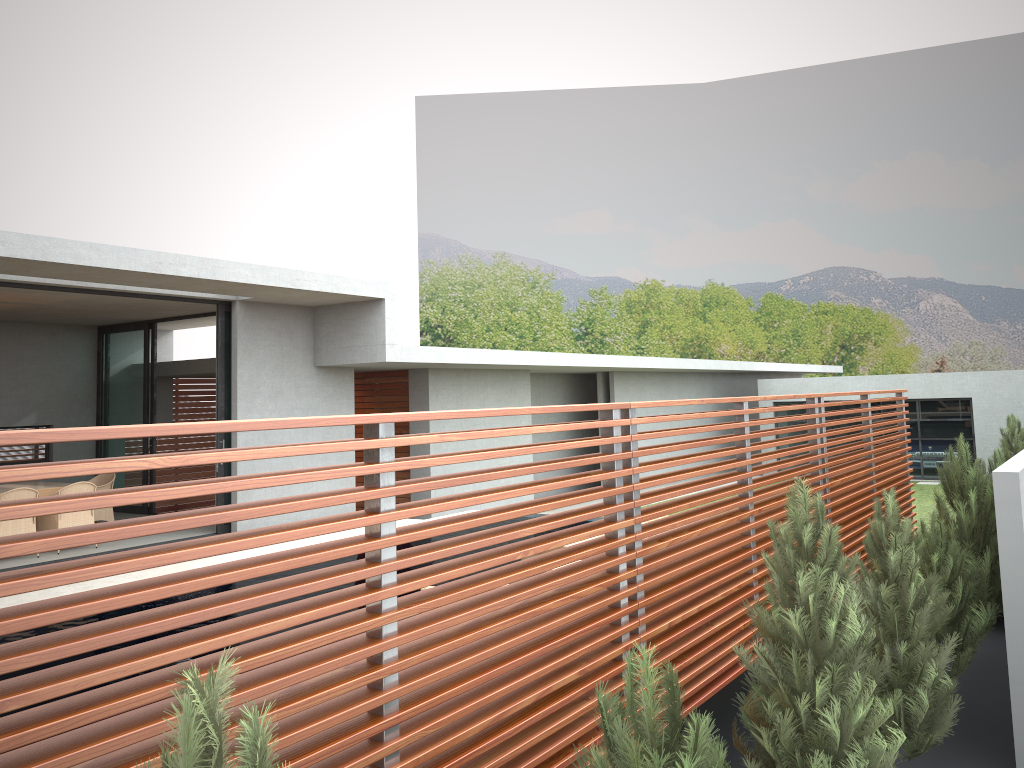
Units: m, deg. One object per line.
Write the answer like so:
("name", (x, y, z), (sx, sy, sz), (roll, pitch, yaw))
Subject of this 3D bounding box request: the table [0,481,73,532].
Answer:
("table", (-7.182, 1.764, 10.945), (1.276, 0.762, 3.249), (-3, -2, 35))

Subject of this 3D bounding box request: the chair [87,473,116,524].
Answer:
("chair", (-6.052, 1.704, 12.672), (0.615, 0.870, 0.628), (-4, -5, 34))

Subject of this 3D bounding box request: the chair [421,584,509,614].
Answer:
("chair", (-0.217, 1.471, 5.666), (0.700, 0.832, 2.282), (-1, -1, -6))

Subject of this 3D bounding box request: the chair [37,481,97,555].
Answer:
("chair", (-5.658, 1.671, 11.254), (0.628, 0.870, 0.615), (-4, -5, 34))

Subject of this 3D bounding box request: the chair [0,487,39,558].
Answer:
("chair", (-6.077, 1.674, 10.647), (0.628, 0.870, 0.615), (-4, -5, 34))

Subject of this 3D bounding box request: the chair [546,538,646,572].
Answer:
("chair", (0.776, 1.460, 7.019), (0.700, 0.832, 2.282), (-1, -1, -6))
